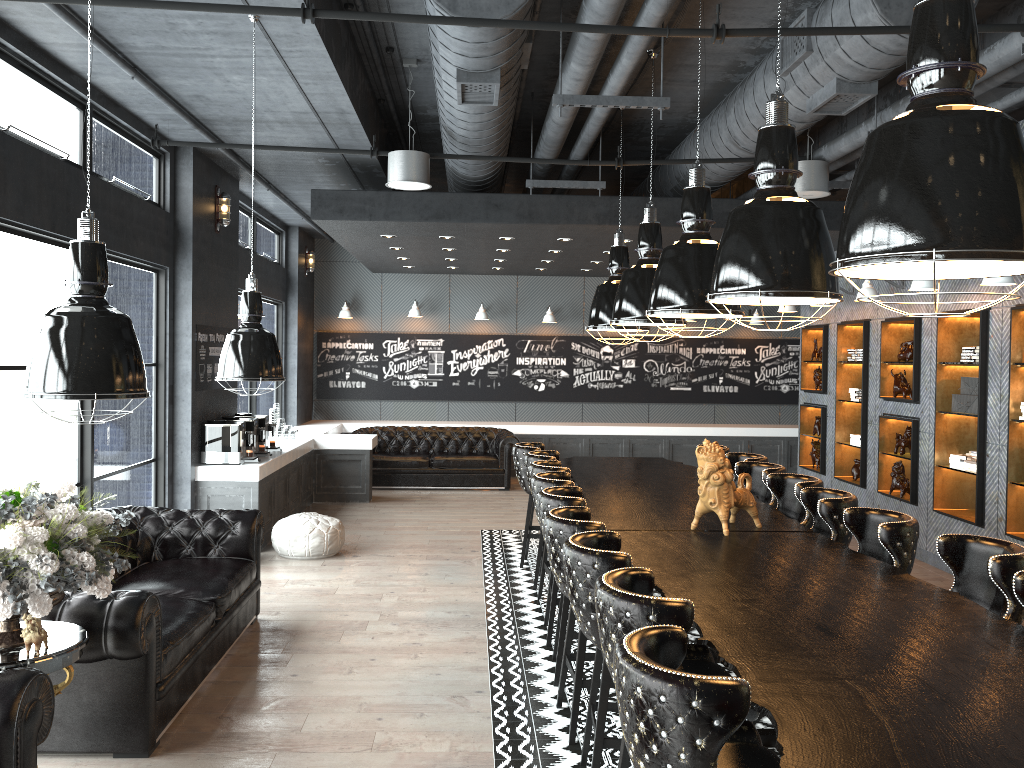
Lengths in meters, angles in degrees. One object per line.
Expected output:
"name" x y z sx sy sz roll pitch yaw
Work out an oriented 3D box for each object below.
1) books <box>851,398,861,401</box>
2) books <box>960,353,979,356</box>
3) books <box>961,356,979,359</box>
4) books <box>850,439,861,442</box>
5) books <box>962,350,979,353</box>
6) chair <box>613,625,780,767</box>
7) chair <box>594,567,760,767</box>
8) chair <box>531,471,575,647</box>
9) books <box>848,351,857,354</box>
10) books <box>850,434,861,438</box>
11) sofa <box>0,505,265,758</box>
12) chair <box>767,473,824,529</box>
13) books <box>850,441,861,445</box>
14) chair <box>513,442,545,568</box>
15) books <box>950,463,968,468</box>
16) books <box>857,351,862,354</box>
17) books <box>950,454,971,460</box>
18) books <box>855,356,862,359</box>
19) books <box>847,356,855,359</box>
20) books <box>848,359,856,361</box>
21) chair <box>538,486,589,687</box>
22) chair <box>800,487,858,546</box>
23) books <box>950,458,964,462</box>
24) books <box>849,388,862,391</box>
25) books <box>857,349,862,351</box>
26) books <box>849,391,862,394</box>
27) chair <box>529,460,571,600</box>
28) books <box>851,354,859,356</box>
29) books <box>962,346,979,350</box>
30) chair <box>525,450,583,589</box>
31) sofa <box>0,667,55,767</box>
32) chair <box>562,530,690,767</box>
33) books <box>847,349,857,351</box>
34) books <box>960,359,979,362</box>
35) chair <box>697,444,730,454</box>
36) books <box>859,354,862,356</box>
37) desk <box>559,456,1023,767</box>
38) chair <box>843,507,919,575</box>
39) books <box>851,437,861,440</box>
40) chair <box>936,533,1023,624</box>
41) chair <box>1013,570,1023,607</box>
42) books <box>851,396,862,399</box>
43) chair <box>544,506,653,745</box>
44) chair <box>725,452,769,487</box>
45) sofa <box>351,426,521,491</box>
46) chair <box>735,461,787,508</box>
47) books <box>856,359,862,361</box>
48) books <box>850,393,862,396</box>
"books" 3.966 0.177 9.958 0.245 0.028 0.193 1 2 -7
"books" 4.093 -0.258 7.759 0.193 0.028 0.245 0 2 -12
"books" 4.082 -0.230 7.773 0.193 0.028 0.245 1 2 8
"books" 3.955 0.638 9.998 0.166 0.024 0.227 0 2 -17
"books" 4.111 -0.287 7.803 0.193 0.028 0.245 1 2 3
"chair" 0.560 1.274 2.465 0.568 1.092 0.504 1 1 -10
"chair" 0.575 1.253 3.198 0.568 1.092 0.504 1 1 -9
"chair" 0.409 1.168 6.041 0.568 1.092 0.504 1 1 0
"books" 3.973 -0.357 10.123 0.193 0.028 0.245 1 2 2
"books" 3.960 0.588 9.993 0.225 0.029 0.179 0 2 -20
"sofa" -2.319 1.287 5.197 1.239 0.838 2.566 1 2 -3
"chair" 1.836 1.185 6.109 0.568 1.092 0.504 1 1 -8
"books" 3.964 0.667 9.984 0.179 0.034 0.243 0 2 -34
"chair" 0.281 1.104 8.182 0.568 1.092 0.504 1 1 7
"books" 4.071 0.729 7.912 0.179 0.034 0.243 0 2 -24
"books" 3.988 -0.348 9.837 0.193 0.028 0.245 0 2 -23
"books" 4.067 0.650 7.911 0.225 0.029 0.179 0 2 -18
"books" 3.969 -0.292 9.851 0.193 0.028 0.245 0 2 -16
"books" 3.961 -0.301 10.145 0.193 0.028 0.245 1 2 9
"books" 3.972 -0.272 10.125 0.193 0.028 0.245 1 2 1
"chair" 0.431 1.189 5.330 0.568 1.092 0.504 1 1 2
"chair" 1.803 1.205 5.427 0.568 1.092 0.504 1 1 6
"books" 4.085 0.675 7.949 0.243 0.024 0.175 1 2 -4
"books" 3.956 0.064 9.976 0.245 0.028 0.193 0 2 -10
"books" 3.989 -0.376 9.835 0.193 0.028 0.245 0 2 -31
"books" 3.945 0.092 9.975 0.245 0.028 0.193 1 2 0
"chair" 0.406 1.147 6.745 0.568 1.092 0.504 1 1 -6
"books" 4.012 -0.328 10.126 0.193 0.028 0.245 1 2 4
"books" 4.094 -0.314 7.762 0.193 0.028 0.245 1 2 0
"chair" 0.383 1.126 7.461 0.568 1.092 0.504 1 1 6
"sofa" -2.166 1.384 1.929 1.239 0.838 2.566 1 2 -3
"chair" 0.499 1.231 3.899 0.568 1.092 0.504 1 1 1
"books" 3.973 -0.385 10.122 0.193 0.028 0.245 1 2 -6
"books" 4.091 -0.202 7.783 0.193 0.028 0.245 1 2 -3
"chair" 1.726 1.122 8.239 0.568 1.092 0.504 1 1 6
"books" 4.024 -0.320 9.856 0.193 0.028 0.245 0 2 -21
"desk" 1.129 1.299 5.064 1.433 0.927 7.596 1 2 -3
"chair" 1.818 1.227 4.665 0.568 1.092 0.504 1 1 -1
"books" 3.978 0.614 10.000 0.243 0.024 0.175 0 2 -12
"chair" 1.983 1.250 3.941 0.568 1.092 0.504 1 1 -1
"chair" 1.971 1.271 3.224 0.568 1.092 0.504 1 1 -10
"books" 3.936 0.150 9.916 0.245 0.028 0.193 1 2 6
"chair" 0.441 1.211 4.584 0.568 1.092 0.504 1 1 -5
"chair" 1.865 1.145 7.502 0.568 1.092 0.504 1 1 -6
"sofa" -1.173 1.072 13.127 2.566 0.838 1.240 1 1 -3
"chair" 1.803 1.164 6.812 0.568 1.092 0.504 1 1 -12
"books" 3.987 -0.263 9.838 0.193 0.028 0.245 0 2 -24
"books" 3.956 0.121 9.957 0.245 0.028 0.193 1 2 -3
